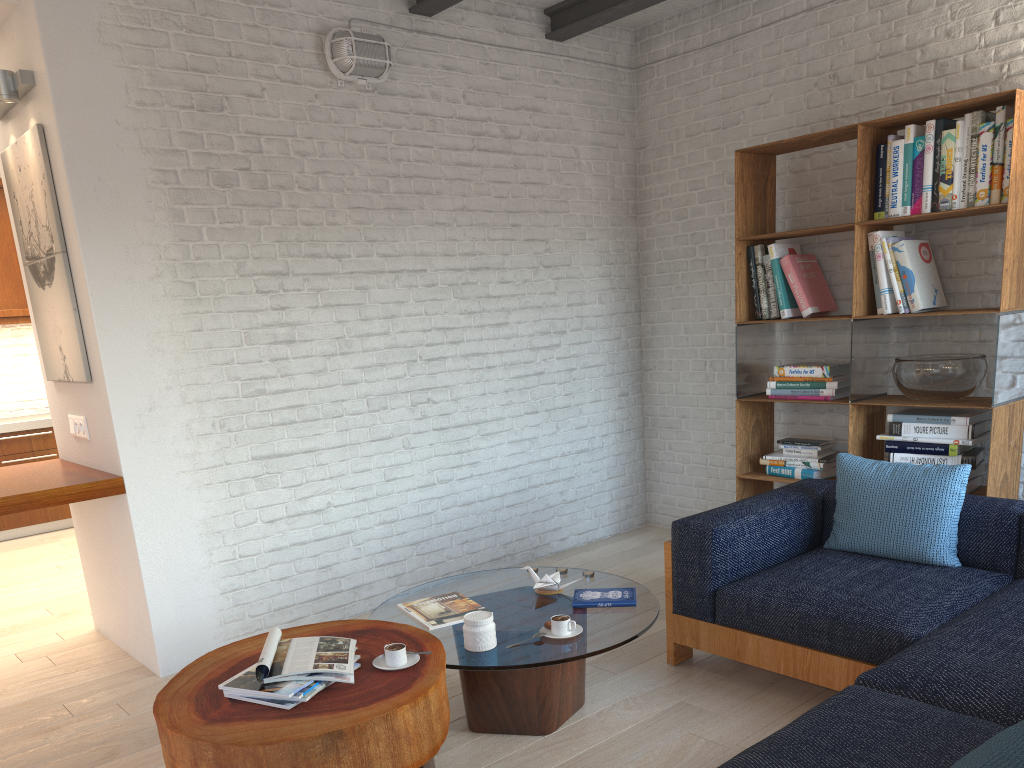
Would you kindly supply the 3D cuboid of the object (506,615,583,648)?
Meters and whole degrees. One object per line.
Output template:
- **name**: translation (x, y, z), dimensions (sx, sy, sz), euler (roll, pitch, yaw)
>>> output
- **object**: translation (0.121, 0.824, 2.903), dimensions (0.153, 0.059, 0.264), euler (1, 8, 43)

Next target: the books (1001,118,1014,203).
- **books**: translation (2.146, -0.929, 3.662), dimensions (0.249, 0.341, 0.054), euler (-13, 17, -38)

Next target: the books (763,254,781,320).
- **books**: translation (1.442, -0.519, 4.619), dimensions (0.249, 0.346, 0.100), euler (-13, 16, -38)

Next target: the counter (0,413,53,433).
- **counter**: translation (-2.604, 0.277, 6.355), dimensions (3.269, 0.072, 3.480), euler (-8, 6, -40)

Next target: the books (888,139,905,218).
- **books**: translation (1.818, -0.933, 3.997), dimensions (0.249, 0.341, 0.054), euler (-13, 17, -38)

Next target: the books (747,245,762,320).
- **books**: translation (1.362, -0.543, 4.662), dimensions (0.239, 0.398, 0.089), euler (-14, 17, -38)

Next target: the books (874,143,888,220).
- **books**: translation (1.782, -0.936, 4.066), dimensions (0.249, 0.341, 0.054), euler (-13, 17, -38)

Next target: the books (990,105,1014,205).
- **books**: translation (2.099, -0.955, 3.681), dimensions (0.239, 0.397, 0.036), euler (-13, 17, -38)

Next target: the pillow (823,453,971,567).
- **pillow**: translation (1.534, 0.499, 3.500), dimensions (0.218, 0.423, 0.548), euler (-15, 13, -41)

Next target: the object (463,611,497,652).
- **object**: translation (-0.108, 0.815, 2.880), dimensions (0.107, 0.112, 0.105), euler (-9, 11, -24)

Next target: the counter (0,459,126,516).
- **counter**: translation (-3.100, 0.977, 3.649), dimensions (2.448, 0.952, 1.665), euler (-9, 9, -40)

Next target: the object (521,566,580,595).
- **object**: translation (0.148, 0.762, 3.400), dimensions (0.193, 0.094, 0.181), euler (-6, 7, -15)

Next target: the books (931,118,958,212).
- **books**: translation (1.939, -0.959, 3.863), dimensions (0.239, 0.397, 0.036), euler (-13, 17, -38)

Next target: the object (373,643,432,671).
- **object**: translation (-0.351, 0.838, 2.708), dimensions (0.145, 0.058, 0.170), euler (1, 8, 39)

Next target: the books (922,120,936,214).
- **books**: translation (1.907, -0.958, 3.884), dimensions (0.239, 0.397, 0.036), euler (-13, 17, -38)

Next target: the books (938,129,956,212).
- **books**: translation (1.960, -0.929, 3.826), dimensions (0.249, 0.341, 0.054), euler (-13, 17, -38)

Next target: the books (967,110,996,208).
- **books**: translation (2.038, -0.956, 3.751), dimensions (0.239, 0.397, 0.036), euler (-13, 17, -38)

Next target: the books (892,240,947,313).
- **books**: translation (1.897, -0.502, 4.056), dimensions (0.249, 0.341, 0.155), euler (-13, 16, -39)

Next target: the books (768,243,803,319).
- **books**: translation (1.453, -0.539, 4.552), dimensions (0.239, 0.395, 0.119), euler (-14, 17, -38)

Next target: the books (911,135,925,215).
- **books**: translation (1.894, -0.933, 3.939), dimensions (0.249, 0.341, 0.054), euler (-13, 17, -38)

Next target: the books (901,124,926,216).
- **books**: translation (1.850, -0.960, 3.957), dimensions (0.239, 0.397, 0.036), euler (-13, 17, -38)

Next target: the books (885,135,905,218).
- **books**: translation (1.805, -0.949, 4.033), dimensions (0.266, 0.372, 0.020), euler (-13, 17, -38)

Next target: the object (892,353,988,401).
- **object**: translation (2.012, -0.027, 4.113), dimensions (0.401, 0.208, 0.390), euler (-4, 7, 1)

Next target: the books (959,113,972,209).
- **books**: translation (2.024, -0.958, 3.786), dimensions (0.239, 0.397, 0.036), euler (-13, 17, -38)

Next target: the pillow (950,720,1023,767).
- **pillow**: translation (0.882, 0.699, 1.492), dimensions (1.188, 0.432, 0.250), euler (-9, 12, -39)

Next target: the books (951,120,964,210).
- **books**: translation (1.995, -0.944, 3.803), dimensions (0.266, 0.372, 0.020), euler (-13, 17, -38)

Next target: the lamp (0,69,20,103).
- **lamp**: translation (-2.010, -1.181, 3.462), dimensions (0.079, 0.108, 0.077), euler (-6, 11, -12)

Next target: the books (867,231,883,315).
- **books**: translation (1.805, -0.532, 4.180), dimensions (0.239, 0.397, 0.099), euler (-14, 17, -38)

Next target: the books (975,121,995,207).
- **books**: translation (2.066, -0.928, 3.720), dimensions (0.249, 0.341, 0.054), euler (-13, 17, -38)

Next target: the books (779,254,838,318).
- **books**: translation (1.533, -0.509, 4.506), dimensions (0.249, 0.330, 0.192), euler (-13, 15, -39)

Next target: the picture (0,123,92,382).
- **picture**: translation (-2.037, -0.520, 3.800), dimensions (0.019, 1.051, 0.645), euler (-16, 17, -40)

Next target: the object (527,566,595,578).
- **object**: translation (0.202, 0.773, 3.608), dimensions (0.302, 0.028, 0.066), euler (-2, 7, 27)

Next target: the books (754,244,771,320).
- **books**: translation (1.393, -0.543, 4.639), dimensions (0.239, 0.398, 0.089), euler (-14, 17, -38)
